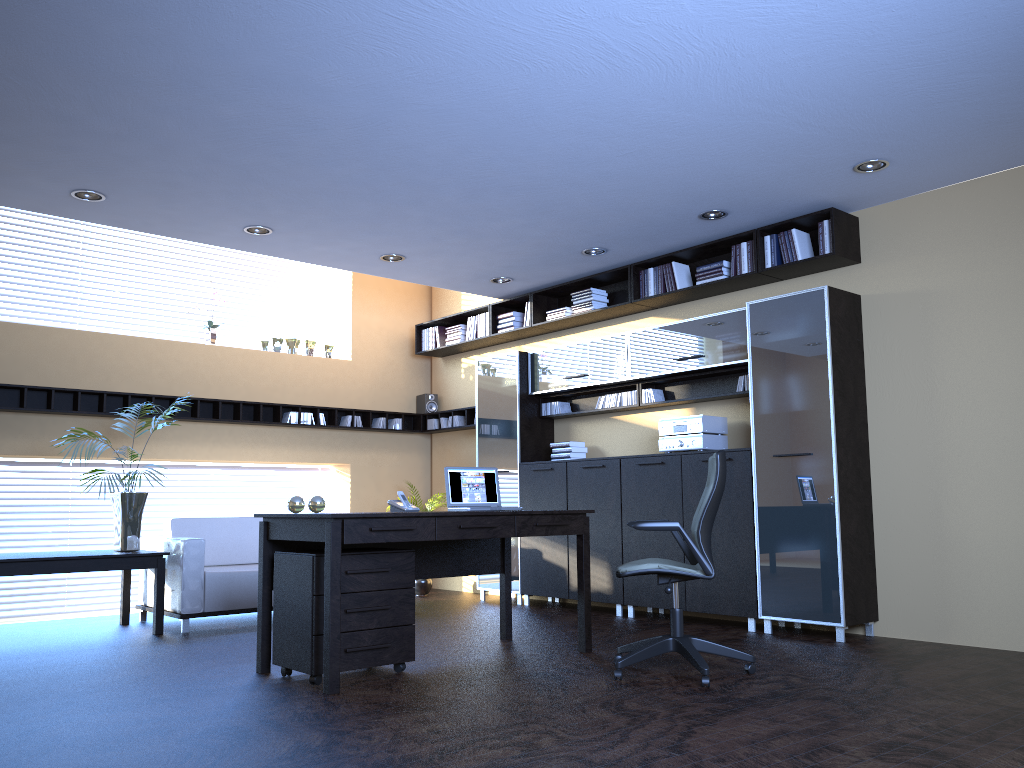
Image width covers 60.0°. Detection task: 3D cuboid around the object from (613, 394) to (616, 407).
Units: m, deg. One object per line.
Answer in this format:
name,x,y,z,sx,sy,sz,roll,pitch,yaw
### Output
object,0.960,0.151,7.920,0.140,0.115,0.036,6,-9,-41

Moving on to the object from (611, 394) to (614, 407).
object,0.949,0.153,7.937,0.140,0.115,0.036,6,-9,-40

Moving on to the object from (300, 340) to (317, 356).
object,-2.194,-0.374,9.537,0.137,0.173,0.144,-6,-9,39

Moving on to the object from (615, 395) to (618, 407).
object,0.984,0.148,7.901,0.142,0.118,0.040,6,-9,-41

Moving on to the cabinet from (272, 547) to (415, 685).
cabinet,-0.928,1.276,4.960,0.635,0.678,0.501,5,-9,-40

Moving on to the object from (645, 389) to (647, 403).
object,1.202,0.110,7.646,0.142,0.120,0.009,6,-9,-40

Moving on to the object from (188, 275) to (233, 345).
object,-2.979,-0.717,8.902,0.352,0.693,0.438,-4,-8,28

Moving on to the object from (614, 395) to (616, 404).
object,0.963,0.151,7.924,0.142,0.118,0.040,6,-9,-40

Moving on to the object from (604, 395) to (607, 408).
object,0.889,0.163,8.005,0.142,0.118,0.040,6,-9,-40

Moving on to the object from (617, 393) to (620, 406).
object,0.993,0.145,7.883,0.140,0.115,0.036,6,-9,-41

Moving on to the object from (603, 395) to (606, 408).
object,0.882,0.164,8.013,0.142,0.118,0.040,6,-9,-41

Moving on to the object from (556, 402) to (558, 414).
object,0.479,0.233,8.479,0.142,0.119,0.030,6,-9,-41

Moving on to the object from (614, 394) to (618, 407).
object,0.974,0.149,7.906,0.142,0.118,0.040,6,-9,-40

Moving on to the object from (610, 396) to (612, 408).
object,0.938,0.156,7.955,0.142,0.118,0.040,6,-9,-40

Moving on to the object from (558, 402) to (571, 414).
object,0.502,0.230,8.452,0.142,0.118,0.040,6,-9,-41

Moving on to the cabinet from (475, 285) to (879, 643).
cabinet,1.074,0.744,7.545,0.491,2.392,3.883,5,-9,-40

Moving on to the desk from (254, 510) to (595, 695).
desk,-0.471,1.219,5.346,1.897,0.888,0.915,6,-10,-40

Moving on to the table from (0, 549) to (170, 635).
table,-3.575,1.535,6.346,1.897,0.601,0.899,6,-10,-40

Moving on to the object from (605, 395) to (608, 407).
object,0.898,0.162,7.999,0.140,0.115,0.036,6,-9,-41

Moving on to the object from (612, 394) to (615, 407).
object,0.952,0.152,7.927,0.142,0.118,0.040,6,-9,-40

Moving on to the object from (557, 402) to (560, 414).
object,0.490,0.231,8.462,0.142,0.119,0.030,6,-9,-40

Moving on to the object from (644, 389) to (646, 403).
object,1.191,0.111,7.651,0.142,0.120,0.009,6,-9,-40

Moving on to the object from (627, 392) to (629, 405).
object,1.068,0.132,7.793,0.142,0.120,0.009,6,-9,-40

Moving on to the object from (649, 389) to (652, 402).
object,1.235,0.105,7.607,0.142,0.119,0.030,6,-9,-40

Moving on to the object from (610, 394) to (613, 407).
object,0.940,0.154,7.943,0.140,0.115,0.036,6,-9,-41

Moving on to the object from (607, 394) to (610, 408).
object,0.914,0.159,7.974,0.142,0.118,0.040,6,-9,-41

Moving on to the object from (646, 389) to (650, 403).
object,1.209,0.109,7.639,0.142,0.120,0.009,6,-9,-41

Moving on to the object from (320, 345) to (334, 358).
object,-2.021,-0.344,9.683,0.124,0.148,0.118,5,-9,-40

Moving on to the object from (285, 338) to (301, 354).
object,-2.332,-0.389,9.423,0.137,0.173,0.145,-2,-7,9

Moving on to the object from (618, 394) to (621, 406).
object,1.001,0.144,7.877,0.142,0.118,0.040,6,-9,-40

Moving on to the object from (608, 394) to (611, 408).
object,0.925,0.158,7.969,0.140,0.115,0.036,6,-9,-41

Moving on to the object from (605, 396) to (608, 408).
object,0.902,0.161,7.990,0.140,0.115,0.036,6,-9,-40

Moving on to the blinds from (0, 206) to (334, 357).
blinds,-4.092,-1.157,8.367,5.398,1.457,0.039,6,-9,-40

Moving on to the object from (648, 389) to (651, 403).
object,1.228,0.106,7.614,0.142,0.119,0.030,6,-9,-40

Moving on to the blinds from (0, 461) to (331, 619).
blinds,-4.064,1.396,8.081,5.398,1.363,0.047,6,-9,-40

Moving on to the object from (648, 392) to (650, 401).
object,1.223,0.107,7.624,0.140,0.117,0.026,6,-9,-40

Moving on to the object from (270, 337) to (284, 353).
object,-2.466,-0.397,9.304,0.133,0.159,0.126,2,-7,-20

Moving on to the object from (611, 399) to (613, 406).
object,0.950,0.153,7.939,0.142,0.118,0.040,6,-9,-40

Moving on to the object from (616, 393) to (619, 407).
object,0.990,0.147,7.893,0.142,0.118,0.040,6,-9,-41

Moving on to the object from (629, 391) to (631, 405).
object,1.082,0.130,7.779,0.142,0.120,0.009,6,-9,-41

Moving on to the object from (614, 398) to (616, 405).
object,0.973,0.150,7.919,0.142,0.118,0.040,6,-9,-41

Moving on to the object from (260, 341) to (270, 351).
object,-2.565,-0.384,9.216,0.089,0.113,0.095,0,-7,-5

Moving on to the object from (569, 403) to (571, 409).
object,0.507,0.231,8.456,0.140,0.115,0.036,6,-9,-40

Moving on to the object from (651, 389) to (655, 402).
object,1.253,0.103,7.588,0.140,0.115,0.036,6,-9,-40

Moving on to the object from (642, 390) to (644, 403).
object,1.178,0.113,7.665,0.140,0.118,0.006,6,-9,-41

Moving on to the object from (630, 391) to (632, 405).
object,1.090,0.129,7.773,0.142,0.120,0.009,6,-9,-41

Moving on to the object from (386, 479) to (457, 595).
object,-0.918,1.619,9.436,0.840,1.237,0.691,0,-7,-7

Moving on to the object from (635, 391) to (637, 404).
object,1.127,0.122,7.725,0.142,0.120,0.009,6,-9,-40

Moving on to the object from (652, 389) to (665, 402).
object,1.254,0.103,7.590,0.142,0.118,0.040,6,-9,-40

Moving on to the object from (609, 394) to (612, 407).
object,0.930,0.157,7.961,0.142,0.118,0.040,6,-9,-40

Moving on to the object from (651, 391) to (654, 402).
object,1.244,0.104,7.601,0.142,0.119,0.030,6,-9,-40

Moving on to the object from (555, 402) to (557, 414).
object,0.471,0.234,8.486,0.140,0.117,0.026,6,-9,-40

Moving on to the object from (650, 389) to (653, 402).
object,1.242,0.104,7.599,0.140,0.117,0.026,6,-9,-40

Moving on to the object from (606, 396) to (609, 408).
object,0.911,0.160,7.984,0.140,0.115,0.036,6,-9,-40
